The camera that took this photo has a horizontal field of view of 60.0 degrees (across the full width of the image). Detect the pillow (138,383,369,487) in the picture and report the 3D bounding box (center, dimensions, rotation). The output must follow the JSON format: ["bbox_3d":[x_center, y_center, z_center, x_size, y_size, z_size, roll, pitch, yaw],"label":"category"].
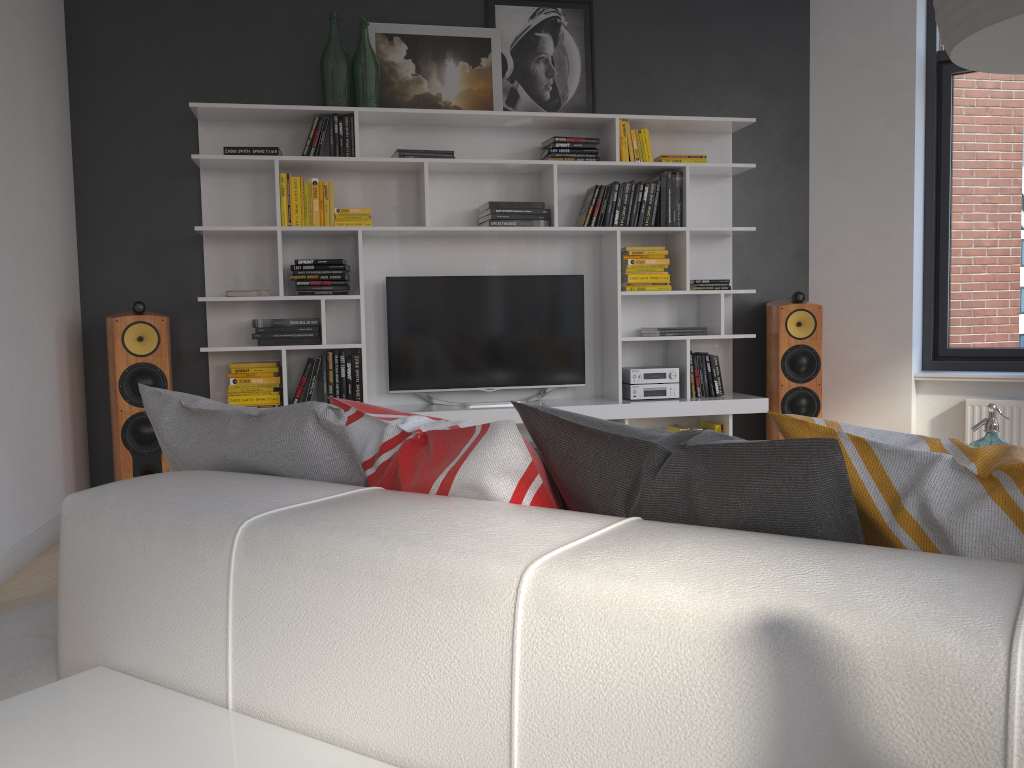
[{"bbox_3d":[0.749,0.211,1.315,2.953,0.453,0.647,0,4,21],"label":"pillow"}]

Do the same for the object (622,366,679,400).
[{"bbox_3d":[0.770,-0.007,5.044,0.285,0.174,0.270,-2,4,-11],"label":"object"}]

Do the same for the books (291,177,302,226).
[{"bbox_3d":[-1.120,-0.933,4.618,0.044,0.255,0.198,-2,4,-11],"label":"books"}]

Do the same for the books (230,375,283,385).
[{"bbox_3d":[-1.337,-0.022,4.658,0.250,0.035,0.185,-2,4,-8],"label":"books"}]

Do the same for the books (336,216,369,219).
[{"bbox_3d":[-0.838,-0.867,4.650,0.169,0.018,0.113,-2,4,-10],"label":"books"}]

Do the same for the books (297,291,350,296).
[{"bbox_3d":[-0.991,-0.473,4.657,0.263,0.026,0.189,-2,4,-13],"label":"books"}]

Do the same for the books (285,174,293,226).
[{"bbox_3d":[-1.154,-0.939,4.606,0.025,0.270,0.213,-2,4,-11],"label":"books"}]

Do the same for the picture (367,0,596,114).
[{"bbox_3d":[-0.156,-1.796,4.893,1.279,0.707,0.076,-2,4,-11],"label":"picture"}]

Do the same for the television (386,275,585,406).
[{"bbox_3d":[-0.133,-0.244,4.904,1.102,0.704,0.207,-2,4,-11],"label":"television"}]

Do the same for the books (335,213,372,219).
[{"bbox_3d":[-0.835,-0.884,4.665,0.187,0.014,0.134,-2,4,-11],"label":"books"}]

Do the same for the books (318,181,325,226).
[{"bbox_3d":[-0.996,-0.929,4.644,0.023,0.239,0.169,-2,4,-11],"label":"books"}]

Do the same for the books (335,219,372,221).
[{"bbox_3d":[-0.836,-0.855,4.671,0.196,0.011,0.148,-2,4,-11],"label":"books"}]

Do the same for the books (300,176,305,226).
[{"bbox_3d":[-1.091,-0.936,4.626,0.015,0.263,0.199,-2,4,-11],"label":"books"}]

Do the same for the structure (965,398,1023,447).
[{"bbox_3d":[3.216,0.328,4.686,1.474,0.460,0.110,2,5,33],"label":"structure"}]

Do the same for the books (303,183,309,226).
[{"bbox_3d":[-1.068,-0.919,4.611,0.024,0.229,0.156,-2,4,-12],"label":"books"}]

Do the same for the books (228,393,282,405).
[{"bbox_3d":[-1.344,0.075,4.654,0.255,0.044,0.198,-2,4,-11],"label":"books"}]

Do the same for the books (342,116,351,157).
[{"bbox_3d":[-0.864,-1.271,4.636,0.038,0.218,0.169,-2,4,-11],"label":"books"}]

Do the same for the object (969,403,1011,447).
[{"bbox_3d":[1.223,0.181,2.438,0.330,0.265,0.330,-4,5,-32],"label":"object"}]

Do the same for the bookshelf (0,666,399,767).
[{"bbox_3d":[0.429,0.677,0.369,2.600,0.500,0.356,2,5,33],"label":"bookshelf"}]

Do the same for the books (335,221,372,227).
[{"bbox_3d":[-0.836,-0.832,4.669,0.190,0.033,0.147,-2,4,-11],"label":"books"}]

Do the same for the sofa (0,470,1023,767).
[{"bbox_3d":[1.028,0.449,1.738,3.424,0.732,2.614,2,5,33],"label":"sofa"}]

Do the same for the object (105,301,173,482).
[{"bbox_3d":[-1.870,0.130,4.476,0.290,1.088,0.434,-3,5,-26],"label":"object"}]

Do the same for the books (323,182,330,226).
[{"bbox_3d":[-0.972,-0.928,4.645,0.024,0.234,0.172,-2,4,-11],"label":"books"}]

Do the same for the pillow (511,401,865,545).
[{"bbox_3d":[0.924,0.248,0.814,2.120,0.436,0.608,1,5,29],"label":"pillow"}]

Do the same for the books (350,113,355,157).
[{"bbox_3d":[-0.835,-1.278,4.634,0.019,0.230,0.174,-2,4,-11],"label":"books"}]

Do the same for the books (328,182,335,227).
[{"bbox_3d":[-0.947,-0.929,4.654,0.024,0.234,0.172,-2,4,-11],"label":"books"}]

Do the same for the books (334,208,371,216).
[{"bbox_3d":[-0.842,-0.904,4.675,0.186,0.026,0.138,-2,4,-12],"label":"books"}]

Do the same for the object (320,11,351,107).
[{"bbox_3d":[-0.913,-1.663,4.584,0.157,0.507,0.157,-1,4,2],"label":"object"}]

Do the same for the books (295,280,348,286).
[{"bbox_3d":[-1.003,-0.527,4.671,0.266,0.030,0.209,-2,4,-13],"label":"books"}]

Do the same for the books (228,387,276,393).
[{"bbox_3d":[-1.356,0.028,4.642,0.228,0.024,0.152,-2,4,-7],"label":"books"}]

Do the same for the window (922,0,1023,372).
[{"bbox_3d":[3.340,-1.262,4.864,1.960,2.402,0.170,2,5,33],"label":"window"}]

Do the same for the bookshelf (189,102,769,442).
[{"bbox_3d":[-0.107,-0.411,4.786,3.000,2.052,0.455,-2,4,-11],"label":"bookshelf"}]

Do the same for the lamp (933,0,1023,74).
[{"bbox_3d":[1.619,-0.430,0.454,0.710,2.647,3.199,-3,4,-20],"label":"lamp"}]

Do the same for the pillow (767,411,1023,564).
[{"bbox_3d":[1.387,0.230,1.150,2.095,0.440,0.630,-2,4,-10],"label":"pillow"}]

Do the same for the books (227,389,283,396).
[{"bbox_3d":[-1.350,0.044,4.665,0.263,0.015,0.198,-2,4,-8],"label":"books"}]

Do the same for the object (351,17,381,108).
[{"bbox_3d":[-0.772,-1.672,4.670,0.157,0.507,0.157,-1,4,2],"label":"object"}]

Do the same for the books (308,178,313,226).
[{"bbox_3d":[-1.052,-0.933,4.632,0.019,0.251,0.180,-2,4,-11],"label":"books"}]

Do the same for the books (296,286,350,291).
[{"bbox_3d":[-0.991,-0.499,4.657,0.270,0.025,0.189,-2,4,-12],"label":"books"}]

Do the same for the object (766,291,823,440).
[{"bbox_3d":[1.629,0.010,5.180,0.290,1.088,0.434,-1,4,3],"label":"object"}]

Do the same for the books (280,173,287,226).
[{"bbox_3d":[-1.178,-0.937,4.592,0.029,0.270,0.204,-2,4,-11],"label":"books"}]

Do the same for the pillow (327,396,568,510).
[{"bbox_3d":[0.648,0.267,0.988,2.250,0.449,0.575,1,5,31],"label":"pillow"}]

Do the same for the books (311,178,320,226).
[{"bbox_3d":[-1.025,-0.934,4.635,0.035,0.250,0.185,-2,4,-11],"label":"books"}]

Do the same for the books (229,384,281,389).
[{"bbox_3d":[-1.348,0.005,4.660,0.251,0.019,0.180,-2,4,-11],"label":"books"}]
